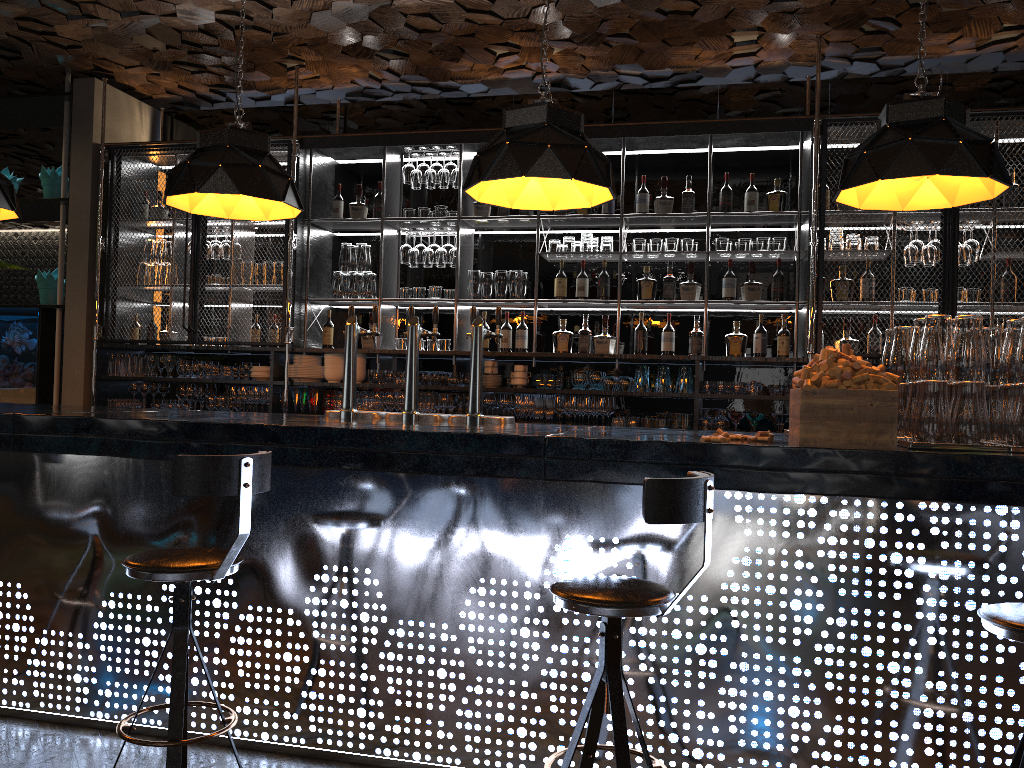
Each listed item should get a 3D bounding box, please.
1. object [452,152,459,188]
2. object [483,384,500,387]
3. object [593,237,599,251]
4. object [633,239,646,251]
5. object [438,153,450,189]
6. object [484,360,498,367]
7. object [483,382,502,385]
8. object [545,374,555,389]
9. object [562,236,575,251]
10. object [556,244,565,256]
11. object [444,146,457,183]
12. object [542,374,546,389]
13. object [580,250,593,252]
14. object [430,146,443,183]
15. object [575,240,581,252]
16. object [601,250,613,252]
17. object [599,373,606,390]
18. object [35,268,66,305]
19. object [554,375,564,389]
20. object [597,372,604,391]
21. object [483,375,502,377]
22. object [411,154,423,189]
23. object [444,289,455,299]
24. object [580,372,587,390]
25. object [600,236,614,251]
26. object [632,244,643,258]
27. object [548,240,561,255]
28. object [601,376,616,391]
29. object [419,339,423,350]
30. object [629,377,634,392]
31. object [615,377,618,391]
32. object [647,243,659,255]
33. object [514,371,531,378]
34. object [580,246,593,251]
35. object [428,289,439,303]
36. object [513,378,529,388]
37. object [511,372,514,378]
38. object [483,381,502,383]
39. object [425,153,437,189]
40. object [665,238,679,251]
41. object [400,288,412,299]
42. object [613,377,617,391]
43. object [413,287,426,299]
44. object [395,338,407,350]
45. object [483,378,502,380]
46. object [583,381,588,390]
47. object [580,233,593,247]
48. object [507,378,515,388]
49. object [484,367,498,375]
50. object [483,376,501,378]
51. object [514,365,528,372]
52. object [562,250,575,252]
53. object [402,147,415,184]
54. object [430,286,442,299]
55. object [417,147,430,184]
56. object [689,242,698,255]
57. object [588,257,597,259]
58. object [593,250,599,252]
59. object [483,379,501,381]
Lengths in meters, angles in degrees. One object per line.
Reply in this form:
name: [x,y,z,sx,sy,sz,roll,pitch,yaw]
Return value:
object: [-0.391,-1.540,6.396,0.092,0.244,0.092,2,-1,-26]
object: [-0.145,0.013,6.103,0.149,0.022,0.149,2,-1,-18]
object: [0.565,-0.976,6.199,0.089,0.092,0.089,1,-1,39]
object: [0.855,-0.922,5.950,0.089,0.092,0.089,2,-1,-15]
object: [-0.492,-1.543,6.420,0.092,0.244,0.092,2,-1,-26]
object: [-0.149,-0.128,6.104,0.094,0.069,0.106,2,-1,19]
object: [-0.144,0.003,6.103,0.149,0.023,0.149,2,-1,-18]
object: [0.256,-0.015,5.952,0.058,0.099,0.067,2,-1,-41]
object: [0.389,-0.955,6.053,0.089,0.092,0.089,2,-1,-35]
object: [0.352,-0.934,6.235,0.089,0.092,0.089,2,-1,-15]
object: [-0.429,-1.543,6.235,0.092,0.244,0.092,2,-1,-26]
object: [0.202,-0.016,5.995,0.067,0.099,0.058,2,-1,-17]
object: [0.510,-0.931,6.063,0.089,0.092,0.089,2,-1,3]
object: [-0.530,-1.546,6.259,0.092,0.244,0.092,2,-1,-26]
object: [0.457,-0.952,6.199,0.089,0.092,0.089,1,-1,39]
object: [0.643,-0.928,6.001,0.089,0.092,0.089,1,-1,39]
object: [0.598,-0.016,6.115,0.108,0.126,0.108,2,-1,-15]
object: [-3.621,-0.755,6.986,0.265,0.325,0.245,2,-1,7]
object: [0.318,-0.012,6.044,0.058,0.099,0.067,1,-1,26]
object: [0.572,-0.018,5.995,0.108,0.126,0.108,2,-1,8]
object: [-0.144,-0.052,6.103,0.149,0.026,0.148,2,-1,20]
object: [-0.695,-1.549,6.468,0.092,0.244,0.092,2,-1,-26]
object: [-0.450,-0.633,6.399,0.089,0.092,0.089,2,-1,-2]
object: [0.464,-0.021,6.025,0.100,0.125,0.100,2,-1,-29]
object: [0.644,-0.948,6.001,0.089,0.092,0.089,2,-1,4]
object: [0.871,-0.920,6.114,0.089,0.092,0.089,2,-1,-35]
object: [0.292,-0.938,6.082,0.089,0.092,0.089,1,-1,39]
object: [0.632,-0.004,5.836,0.098,0.097,0.098,2,-1,-7]
object: [-0.675,-0.275,6.286,0.089,0.092,0.089,2,-1,-23]
object: [0.782,0.003,6.010,0.098,0.097,0.098,2,-1,0]
object: [0.694,0.002,6.111,0.098,0.097,0.098,2,-1,5]
object: [0.970,-0.917,6.097,0.089,0.092,0.089,2,-1,-37]
object: [0.063,-0.050,6.042,0.106,0.069,0.094,2,-1,-35]
object: [0.510,-0.954,6.063,0.089,0.092,0.089,2,-1,3]
object: [-0.568,-0.636,6.419,0.089,0.092,0.089,2,-1,-45]
object: [0.063,-0.005,6.038,0.106,0.067,0.094,2,-1,2]
object: [0.037,-0.050,6.138,0.094,0.069,0.105,2,-1,-10]
object: [-0.143,-0.009,6.103,0.149,0.023,0.149,2,-1,-2]
object: [-0.588,-1.546,6.443,0.092,0.244,0.092,2,-1,-26]
object: [1.061,-0.916,5.888,0.089,0.092,0.089,2,-1,-23]
object: [-0.764,-0.643,6.395,0.089,0.092,0.089,2,-1,-8]
object: [0.657,-0.002,5.934,0.098,0.097,0.098,2,-1,-39]
object: [-0.662,-0.640,6.326,0.089,0.092,0.089,2,-1,-8]
object: [-0.788,-0.278,6.327,0.089,0.092,0.089,2,-1,-15]
object: [-0.142,-0.030,6.102,0.149,0.026,0.148,2,-1,20]
object: [0.489,-0.019,6.141,0.100,0.125,0.100,1,-1,27]
object: [0.511,-0.980,6.063,0.089,0.092,0.089,2,-1,9]
object: [0.030,-0.005,6.141,0.106,0.067,0.094,2,-1,-24]
object: [-0.140,-0.084,6.101,0.107,0.070,0.094,1,-1,44]
object: [-0.143,-0.040,6.103,0.149,0.025,0.149,2,-1,-24]
object: [0.059,-0.095,6.033,0.094,0.068,0.106,2,-1,13]
object: [0.388,-0.935,6.052,0.089,0.092,0.089,2,-1,-15]
object: [-0.733,-1.552,6.307,0.092,0.244,0.092,2,-1,-26]
object: [-0.537,-0.638,6.234,0.089,0.092,0.089,2,-1,-2]
object: [-0.626,-1.549,6.282,0.092,0.244,0.092,2,-1,-26]
object: [1.221,-0.910,6.029,0.089,0.092,0.089,2,-1,-12]
object: [0.564,-0.928,6.198,0.089,0.092,0.089,1,-1,39]
object: [0.565,-0.950,6.198,0.089,0.092,0.089,1,-1,39]
object: [-0.143,-0.021,6.103,0.149,0.024,0.149,2,-1,13]
